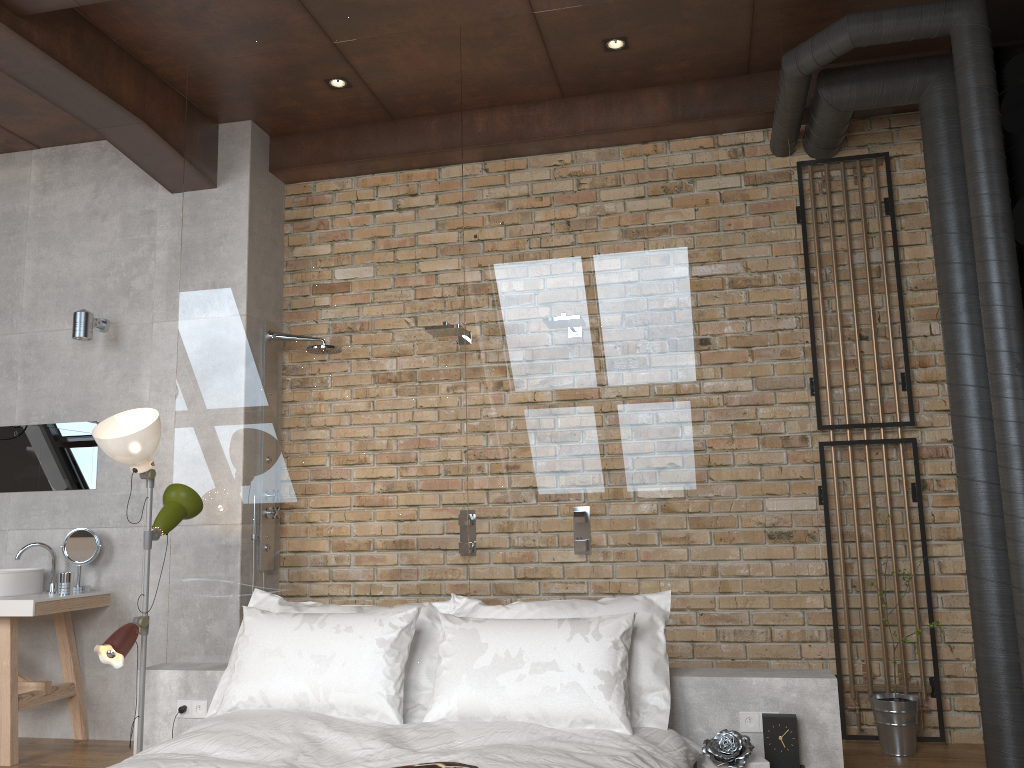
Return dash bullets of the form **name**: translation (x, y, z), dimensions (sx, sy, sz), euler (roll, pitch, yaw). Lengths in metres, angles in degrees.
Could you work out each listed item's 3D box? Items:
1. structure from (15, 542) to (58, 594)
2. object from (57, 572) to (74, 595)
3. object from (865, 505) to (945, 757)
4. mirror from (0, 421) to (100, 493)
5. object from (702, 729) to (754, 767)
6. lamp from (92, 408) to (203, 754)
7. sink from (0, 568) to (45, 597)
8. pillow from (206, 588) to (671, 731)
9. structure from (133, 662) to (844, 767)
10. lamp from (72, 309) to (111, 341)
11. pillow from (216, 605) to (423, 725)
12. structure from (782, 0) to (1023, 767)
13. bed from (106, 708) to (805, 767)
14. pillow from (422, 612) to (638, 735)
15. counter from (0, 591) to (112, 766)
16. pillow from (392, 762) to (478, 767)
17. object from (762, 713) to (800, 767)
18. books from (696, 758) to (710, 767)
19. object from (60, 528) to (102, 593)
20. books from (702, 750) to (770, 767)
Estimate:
- **structure**: translation (-2.512, 0.983, 4.751), dimensions (0.242, 0.268, 0.141), euler (-3, -9, 7)
- **object**: translation (-2.285, 1.023, 4.543), dimensions (0.073, 0.111, 0.073), euler (-2, -9, 5)
- **object**: translation (1.788, 1.102, 3.993), dimensions (0.228, 1.117, 0.517), euler (1, -9, -17)
- **mirror**: translation (-3.193, 0.446, 5.115), dimensions (1.838, 0.377, 0.007), euler (-3, -9, 12)
- **object**: translation (0.724, 1.221, 2.975), dimensions (0.170, 0.094, 0.160), euler (-5, -10, 24)
- **lamp**: translation (-1.518, 0.891, 3.639), dimensions (0.270, 1.582, 0.561), euler (-3, -9, 9)
- **sink**: translation (-2.706, 1.043, 4.653), dimensions (0.442, 0.128, 0.445), euler (2, -10, -23)
- **pillow**: translation (-0.276, 1.038, 3.351), dimensions (1.746, 0.517, 0.358), euler (-3, -9, 12)
- **structure**: translation (-0.189, 1.390, 3.522), dimensions (2.820, 0.494, 0.206), euler (-3, -9, 12)
- **lamp**: translation (-2.337, -0.319, 4.931), dimensions (0.101, 0.168, 0.243), euler (-3, -9, 12)
- **pillow**: translation (-0.710, 1.030, 3.279), dimensions (0.744, 0.397, 0.276), euler (-3, -9, 12)
- **structure**: translation (1.693, 0.065, 3.883), dimensions (0.829, 3.140, 1.189), euler (-3, -9, 12)
- **bed**: translation (-0.327, 1.233, 2.345), dimensions (2.300, 0.442, 2.169), euler (-3, -9, 12)
- **pillow**: translation (0.065, 1.007, 3.106), dimensions (0.748, 0.385, 0.291), euler (-3, -9, 12)
- **counter**: translation (-3.184, 1.513, 4.690), dimensions (2.011, 0.765, 0.630), euler (-3, -9, 12)
- **pillow**: translation (-0.314, 0.925, 1.869), dimensions (0.748, 0.157, 0.453), euler (3, -10, -27)
- **object**: translation (0.945, 1.257, 3.116), dimensions (0.116, 0.178, 0.067), euler (-4, -9, 15)
- **books**: translation (0.752, 1.316, 3.018), dimensions (0.203, 0.040, 0.193), euler (0, -9, -6)
- **object**: translation (-2.302, 0.938, 4.728), dimensions (0.192, 0.338, 0.118), euler (4, -11, -31)
- **books**: translation (0.758, 1.282, 3.022), dimensions (0.184, 0.030, 0.175), euler (-1, -9, -4)
